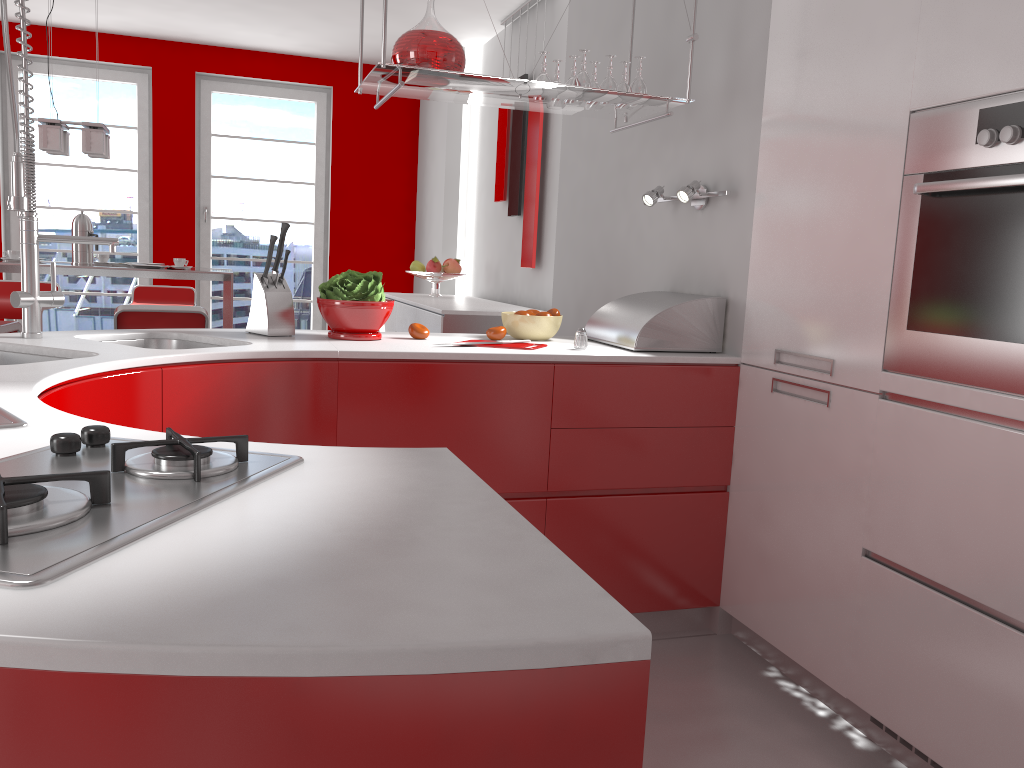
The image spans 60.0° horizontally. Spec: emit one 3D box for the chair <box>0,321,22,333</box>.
[{"bbox_3d":[-2.470,0.034,3.982,0.418,0.857,0.460,1,8,-13],"label":"chair"}]

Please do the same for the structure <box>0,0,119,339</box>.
[{"bbox_3d":[-1.133,-0.565,2.139,0.178,0.920,0.308,7,9,25],"label":"structure"}]

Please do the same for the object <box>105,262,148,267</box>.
[{"bbox_3d":[-2.091,-0.646,4.808,0.217,0.015,0.217,6,8,19],"label":"object"}]

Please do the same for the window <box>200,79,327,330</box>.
[{"bbox_3d":[-1.951,-1.283,6.960,0.938,2.038,0.117,0,8,-18],"label":"window"}]

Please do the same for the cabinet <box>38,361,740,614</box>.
[{"bbox_3d":[-0.212,0.360,2.140,1.025,0.761,1.875,7,9,27],"label":"cabinet"}]

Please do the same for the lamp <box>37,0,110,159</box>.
[{"bbox_3d":[-2.281,-1.721,4.619,0.304,1.025,0.304,0,8,-18],"label":"lamp"}]

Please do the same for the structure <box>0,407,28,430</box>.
[{"bbox_3d":[-0.908,0.032,1.132,0.457,0.037,0.303,-4,11,-43],"label":"structure"}]

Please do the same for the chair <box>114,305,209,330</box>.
[{"bbox_3d":[-1.674,0.040,4.236,0.418,0.857,0.460,0,9,-23],"label":"chair"}]

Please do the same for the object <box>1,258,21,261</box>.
[{"bbox_3d":[-2.640,-0.659,4.703,0.119,0.016,0.119,-3,10,-38],"label":"object"}]

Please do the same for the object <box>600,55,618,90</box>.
[{"bbox_3d":[0.300,-0.936,2.732,0.060,0.141,0.060,0,8,-18],"label":"object"}]

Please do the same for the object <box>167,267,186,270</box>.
[{"bbox_3d":[-1.765,-0.608,4.671,0.095,0.012,0.234,0,8,-18],"label":"object"}]

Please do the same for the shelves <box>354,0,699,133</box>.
[{"bbox_3d":[0.049,-1.327,2.611,0.934,1.023,0.462,0,8,-18],"label":"shelves"}]

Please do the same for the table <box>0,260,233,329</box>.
[{"bbox_3d":[-2.413,-0.151,4.819,1.700,1.000,0.800,0,8,-18],"label":"table"}]

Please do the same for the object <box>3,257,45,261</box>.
[{"bbox_3d":[-2.697,-0.690,4.906,0.217,0.015,0.217,4,8,6],"label":"object"}]

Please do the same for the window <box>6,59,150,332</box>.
[{"bbox_3d":[-3.187,-1.290,6.557,0.938,2.038,0.117,0,8,-18],"label":"window"}]

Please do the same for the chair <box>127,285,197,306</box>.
[{"bbox_3d":[-2.265,-0.198,5.739,0.418,0.857,0.460,1,8,-16],"label":"chair"}]

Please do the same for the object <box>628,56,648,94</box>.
[{"bbox_3d":[0.389,-0.931,2.729,0.060,0.141,0.060,0,8,-18],"label":"object"}]

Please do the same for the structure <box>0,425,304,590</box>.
[{"bbox_3d":[-0.440,0.091,0.881,0.303,0.037,0.457,5,8,12],"label":"structure"}]

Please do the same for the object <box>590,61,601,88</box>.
[{"bbox_3d":[0.260,-0.952,2.827,0.060,0.141,0.060,-4,10,-41],"label":"object"}]

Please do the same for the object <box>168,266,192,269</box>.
[{"bbox_3d":[-1.820,-0.638,4.854,0.119,0.016,0.119,3,8,1],"label":"object"}]

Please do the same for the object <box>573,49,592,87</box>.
[{"bbox_3d":[0.214,-0.933,2.678,0.060,0.141,0.060,0,8,-18],"label":"object"}]

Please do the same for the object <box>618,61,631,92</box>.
[{"bbox_3d":[0.353,-0.944,2.806,0.060,0.141,0.060,0,8,-18],"label":"object"}]

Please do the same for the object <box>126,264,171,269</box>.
[{"bbox_3d":[-1.897,-0.612,4.634,0.217,0.015,0.217,5,8,18],"label":"object"}]

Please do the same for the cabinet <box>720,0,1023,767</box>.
[{"bbox_3d":[1.353,-0.036,1.622,0.614,2.026,2.398,0,8,-18],"label":"cabinet"}]

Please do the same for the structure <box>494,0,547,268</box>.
[{"bbox_3d":[0.036,-1.448,5.226,0.040,1.503,0.820,0,8,-18],"label":"structure"}]

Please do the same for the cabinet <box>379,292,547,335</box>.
[{"bbox_3d":[-0.352,-0.056,5.334,0.610,0.880,1.802,0,8,-18],"label":"cabinet"}]

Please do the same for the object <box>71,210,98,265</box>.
[{"bbox_3d":[-2.277,-0.783,4.739,0.149,0.287,0.113,2,8,-10],"label":"object"}]

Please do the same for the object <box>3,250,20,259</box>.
[{"bbox_3d":[-2.647,-0.683,4.700,0.078,0.049,0.062,4,8,4],"label":"object"}]

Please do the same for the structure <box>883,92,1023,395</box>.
[{"bbox_3d":[0.971,-0.283,1.778,0.050,0.589,0.599,0,8,-18],"label":"structure"}]

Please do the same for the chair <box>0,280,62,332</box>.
[{"bbox_3d":[-3.045,-0.200,5.464,0.418,0.857,0.460,1,8,-11],"label":"chair"}]

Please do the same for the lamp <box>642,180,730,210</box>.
[{"bbox_3d":[0.549,-0.609,2.873,0.155,0.081,0.454,0,8,-18],"label":"lamp"}]

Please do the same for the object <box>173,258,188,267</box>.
[{"bbox_3d":[-1.811,-0.661,4.853,0.078,0.049,0.062,0,8,-18],"label":"object"}]

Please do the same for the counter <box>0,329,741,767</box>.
[{"bbox_3d":[-0.482,0.384,2.100,1.868,0.880,2.865,5,8,15],"label":"counter"}]
